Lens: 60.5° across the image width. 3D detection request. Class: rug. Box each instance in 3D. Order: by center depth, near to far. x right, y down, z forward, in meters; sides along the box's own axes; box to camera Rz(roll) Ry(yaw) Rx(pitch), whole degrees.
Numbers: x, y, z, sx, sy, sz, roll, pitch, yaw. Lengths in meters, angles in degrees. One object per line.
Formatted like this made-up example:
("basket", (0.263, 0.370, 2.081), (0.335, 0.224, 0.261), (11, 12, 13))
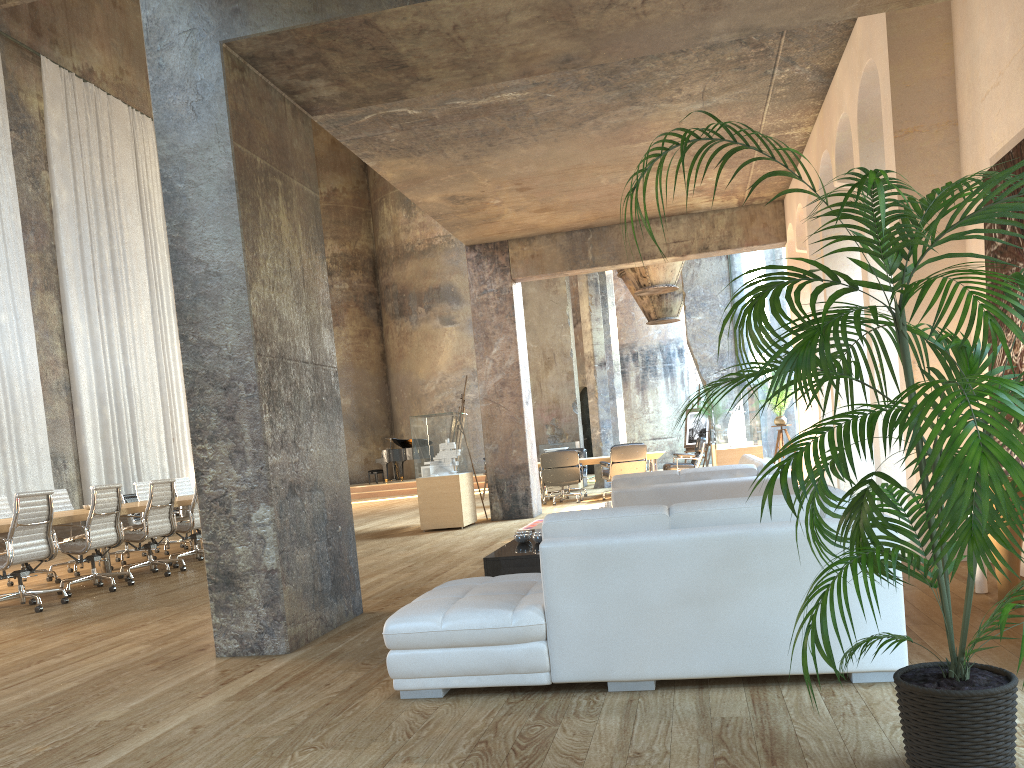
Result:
("rug", (1.390, 1.676, 11.018), (2.468, 0.009, 1.341), (-6, -4, 12))

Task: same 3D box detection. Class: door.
("door", (2.357, 1.380, 26.279), (0.110, 2.645, 0.904), (-8, 4, -36))

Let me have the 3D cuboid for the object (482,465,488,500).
("object", (-0.230, 1.284, 17.874), (0.704, 2.158, 0.678), (-3, 4, 43))

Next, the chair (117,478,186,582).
("chair", (-3.942, 1.554, 9.408), (0.701, 1.031, 0.660), (-5, 1, 17))

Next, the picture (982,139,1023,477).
("picture", (2.608, -0.349, 4.344), (0.069, 1.779, 1.494), (-5, 0, 11))

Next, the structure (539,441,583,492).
("structure", (1.035, 1.741, 18.364), (0.745, 1.020, 0.731), (-5, 1, 11))

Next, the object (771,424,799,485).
("object", (3.775, 1.072, 12.413), (0.655, 0.977, 0.571), (-6, 2, -24))

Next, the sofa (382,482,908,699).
("sofa", (0.551, 0.885, 3.952), (2.072, 0.725, 1.067), (-6, -2, 11))

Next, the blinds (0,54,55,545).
("blinds", (-8.886, -1.763, 11.021), (0.275, 8.685, 7.786), (-5, 0, 12))

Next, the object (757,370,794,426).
("object", (3.748, 0.116, 12.348), (0.688, 0.944, 0.856), (-5, 0, 2))

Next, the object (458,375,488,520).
("object", (-0.786, 0.969, 12.816), (0.686, 2.158, 0.695), (-5, 3, 10))

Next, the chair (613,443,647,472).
("chair", (2.112, 1.523, 15.919), (0.731, 0.897, 0.817), (-5, 0, 12))

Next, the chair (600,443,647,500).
("chair", (1.821, 1.448, 14.502), (0.727, 0.897, 0.822), (-5, 0, -15))

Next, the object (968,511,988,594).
("object", (2.494, 0.891, 4.690), (0.101, 0.454, 0.100), (-3, 4, 36))

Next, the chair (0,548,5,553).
("chair", (-5.494, 1.651, 8.727), (0.701, 1.031, 0.660), (-5, 1, 20))

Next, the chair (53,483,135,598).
("chair", (-4.122, 1.506, 8.511), (0.701, 1.031, 0.661), (-5, 1, 15))

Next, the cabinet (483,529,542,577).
("cabinet", (0.166, 1.246, 5.977), (0.397, 0.370, 1.555), (-5, -4, 11))

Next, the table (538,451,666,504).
("table", (1.470, 1.633, 15.287), (2.416, 0.703, 1.100), (-6, -2, 12))

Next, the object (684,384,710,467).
("object", (4.479, 1.069, 21.025), (0.704, 2.158, 0.678), (-3, 4, 40))

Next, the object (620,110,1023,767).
("object", (1.074, 0.168, 2.406), (1.406, 1.822, 1.347), (-5, 1, 17))

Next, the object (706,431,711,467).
("object", (4.173, 1.397, 17.400), (0.653, 0.977, 0.573), (-6, 2, -42))

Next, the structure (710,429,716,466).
("structure", (4.108, 1.307, 16.383), (0.737, 1.020, 0.739), (-5, 1, 11))

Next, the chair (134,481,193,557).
("chair", (-4.797, 1.838, 12.217), (0.701, 1.031, 0.660), (-5, 1, 17))

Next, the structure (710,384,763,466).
("structure", (3.093, 0.821, 12.050), (0.596, 1.555, 0.737), (-5, 2, 11))

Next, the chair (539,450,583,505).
("chair", (0.829, 1.554, 14.680), (0.730, 0.897, 0.818), (-5, 0, 5))

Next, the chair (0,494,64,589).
("chair", (-5.324, 1.695, 9.564), (0.700, 1.031, 0.661), (-5, 1, 11))

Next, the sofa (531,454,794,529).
("sofa", (1.384, 1.104, 8.060), (2.069, 0.724, 2.917), (-6, -4, 11))

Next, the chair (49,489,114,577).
("chair", (-5.150, 1.745, 10.478), (0.701, 1.031, 0.660), (-5, 1, 17))

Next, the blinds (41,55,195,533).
("blinds", (-7.170, -1.310, 19.469), (0.275, 8.685, 7.786), (-5, 0, 12))

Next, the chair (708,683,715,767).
("chair", (-1.668, 1.636, 13.400), (12.982, 1.035, 31.380), (-6, -4, 11))

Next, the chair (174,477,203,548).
("chair", (-4.616, 1.887, 13.114), (0.701, 1.031, 0.661), (-5, 1, 15))

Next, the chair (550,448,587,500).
("chair", (1.024, 1.643, 16.149), (0.732, 0.897, 0.816), (-5, 0, 18))

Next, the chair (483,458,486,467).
("chair", (-0.053, 1.705, 15.611), (0.822, 0.897, 0.726), (-5, 0, 8))

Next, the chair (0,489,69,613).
("chair", (-4.312, 1.456, 7.584), (0.701, 1.031, 0.660), (-5, 1, 17))

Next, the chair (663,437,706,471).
("chair", (2.914, 1.379, 14.973), (0.822, 0.897, 0.727), (-5, 0, 6))

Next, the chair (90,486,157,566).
("chair", (-4.972, 1.791, 11.338), (0.701, 1.031, 0.660), (-5, 1, 20))

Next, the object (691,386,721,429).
("object", (3.948, 0.468, 17.450), (0.861, 0.945, 0.683), (-5, 1, 14))

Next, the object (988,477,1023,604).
("object", (2.467, 0.782, 4.388), (0.174, 0.634, 0.237), (-5, 3, 0))

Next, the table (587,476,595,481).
("table", (2.539, 2.054, 21.406), (1.875, 0.549, 0.937), (-6, -2, 12))

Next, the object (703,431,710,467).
("object", (4.595, 1.537, 19.872), (0.659, 0.977, 0.567), (-5, 2, 6))

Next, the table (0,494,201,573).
("table", (-4.379, 1.834, 10.896), (1.605, 0.761, 7.684), (-6, -4, 11))

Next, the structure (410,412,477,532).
("structure", (-0.918, 1.192, 11.957), (0.596, 1.555, 0.737), (-5, 2, 11))

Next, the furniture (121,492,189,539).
("furniture", (-6.385, 2.385, 16.426), (0.710, 0.844, 1.864), (-5, -3, 11))

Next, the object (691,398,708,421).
("object", (4.456, 0.595, 19.850), (0.691, 0.944, 0.852), (-5, 0, 32))

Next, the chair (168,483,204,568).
("chair", (-3.766, 1.601, 10.287), (0.701, 1.031, 0.660), (-5, 1, 20))
